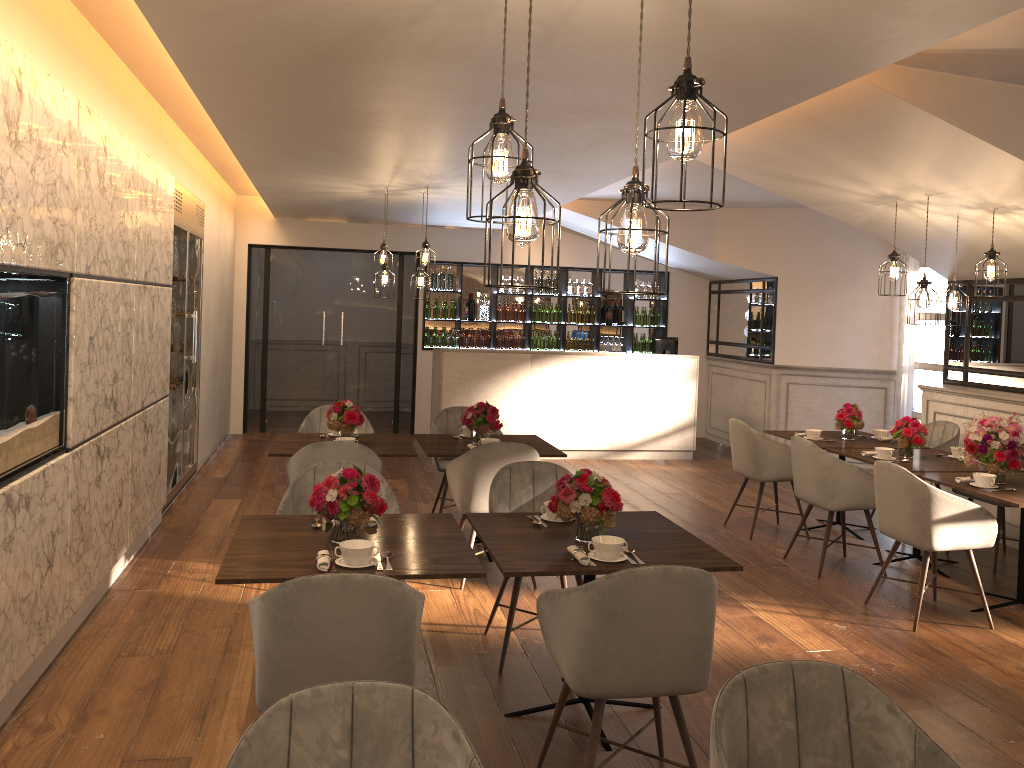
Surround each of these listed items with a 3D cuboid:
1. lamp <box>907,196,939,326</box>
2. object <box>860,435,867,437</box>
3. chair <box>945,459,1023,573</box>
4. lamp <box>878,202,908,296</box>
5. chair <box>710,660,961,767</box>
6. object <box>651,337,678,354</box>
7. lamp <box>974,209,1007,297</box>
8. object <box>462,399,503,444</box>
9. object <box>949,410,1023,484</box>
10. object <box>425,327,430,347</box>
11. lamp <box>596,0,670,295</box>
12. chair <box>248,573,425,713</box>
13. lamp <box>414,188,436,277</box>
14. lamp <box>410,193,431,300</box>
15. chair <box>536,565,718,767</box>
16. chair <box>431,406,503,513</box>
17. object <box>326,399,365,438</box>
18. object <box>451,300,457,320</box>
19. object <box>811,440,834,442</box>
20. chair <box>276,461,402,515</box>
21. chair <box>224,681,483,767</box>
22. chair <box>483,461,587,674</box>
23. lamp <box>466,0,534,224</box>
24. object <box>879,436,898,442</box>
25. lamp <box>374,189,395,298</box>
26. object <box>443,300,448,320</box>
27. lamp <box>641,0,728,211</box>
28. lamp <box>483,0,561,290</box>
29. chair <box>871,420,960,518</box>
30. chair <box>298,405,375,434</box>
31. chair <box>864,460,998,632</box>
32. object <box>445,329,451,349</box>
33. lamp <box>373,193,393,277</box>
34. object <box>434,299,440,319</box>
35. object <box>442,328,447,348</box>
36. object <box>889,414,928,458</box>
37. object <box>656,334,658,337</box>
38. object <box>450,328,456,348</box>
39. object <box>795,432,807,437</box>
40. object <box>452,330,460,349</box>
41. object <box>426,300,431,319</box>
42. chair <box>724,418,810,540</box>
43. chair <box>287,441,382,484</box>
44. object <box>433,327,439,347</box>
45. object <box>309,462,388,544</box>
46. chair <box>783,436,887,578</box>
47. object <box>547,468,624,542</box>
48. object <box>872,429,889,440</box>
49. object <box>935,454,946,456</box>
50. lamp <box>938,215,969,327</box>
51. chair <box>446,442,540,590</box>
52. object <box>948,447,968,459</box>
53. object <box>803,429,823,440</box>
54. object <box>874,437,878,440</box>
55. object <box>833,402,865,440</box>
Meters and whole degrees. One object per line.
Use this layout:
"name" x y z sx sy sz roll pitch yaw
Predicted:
"lamp" 2.709 -1.417 5.742 0.175 2.068 0.175 2 1 -10
"object" 2.877 0.420 7.109 0.197 0.015 0.043 1 5 -15
"chair" 3.427 0.811 6.158 0.526 0.871 0.566 2 2 -12
"lamp" 2.651 -1.639 6.059 0.175 2.068 0.175 2 1 -10
"chair" 0.656 1.074 1.734 0.565 0.871 0.527 2 2 -12
"object" 1.804 -0.385 10.362 0.408 0.328 0.130 0 3 -34
"lamp" 3.075 -1.586 5.604 0.175 2.068 0.175 2 1 -10
"object" -0.217 0.253 6.025 0.306 0.301 0.234 4 3 36
"object" 2.862 0.369 5.211 0.419 0.425 0.406 1 3 -23
"object" -1.085 -0.604 11.387 0.065 0.261 0.066 1 2 -33
"lamp" 0.351 -1.270 2.312 0.175 2.068 0.175 2 1 -10
"chair" -0.548 0.946 2.763 0.565 0.871 0.527 2 2 -12
"lamp" -0.707 -1.948 7.523 0.175 2.068 0.175 2 1 -10
"lamp" -0.780 -1.784 7.849 0.175 2.068 0.175 2 1 -10
"chair" 0.391 0.964 2.955 0.565 0.871 0.527 2 2 -12
"chair" -0.356 0.631 6.686 0.565 0.871 0.527 2 2 -12
"object" -1.090 0.236 5.838 0.234 0.301 0.306 0 4 -36
"object" -0.747 -0.960 11.445 0.065 0.261 0.066 1 2 -33
"object" 2.371 0.432 6.738 0.197 0.015 0.043 1 5 -15
"chair" -0.799 0.830 4.066 0.565 0.871 0.527 2 2 -12
"chair" -0.284 1.056 1.541 0.565 0.871 0.527 2 2 -12
"chair" 0.140 0.848 4.259 0.565 0.871 0.527 2 2 -12
"lamp" -0.001 -1.487 2.440 0.175 2.068 0.175 2 1 -10
"object" 2.942 0.428 6.890 0.175 0.039 0.056 1 4 -12
"lamp" -1.073 -1.779 7.660 0.175 2.068 0.175 2 1 -10
"object" -0.855 -0.962 11.423 0.065 0.261 0.066 1 2 -33
"lamp" 0.423 -1.435 1.986 0.175 2.068 0.175 2 1 -10
"lamp" 0.058 -1.265 2.123 0.175 2.068 0.175 2 1 -10
"chair" 3.239 0.728 7.077 0.526 0.871 0.566 2 2 -12
"chair" -1.295 0.613 6.493 0.565 0.871 0.527 2 2 -12
"chair" 2.318 0.869 4.953 0.526 0.871 0.566 2 2 -12
"object" -0.701 -0.492 9.680 0.065 0.207 0.065 1 2 -20
"lamp" -1.132 -2.000 7.977 0.175 2.068 0.175 2 1 -10
"object" -0.963 -0.964 11.400 0.065 0.261 0.066 1 2 -33
"object" -0.868 -0.600 11.431 0.065 0.261 0.066 1 2 -33
"object" 2.723 0.353 6.104 0.234 0.301 0.306 2 3 8
"object" 1.965 -0.546 12.013 0.065 0.261 0.066 1 2 -33
"object" -0.760 -0.598 11.454 0.065 0.261 0.066 1 2 -33
"object" 2.307 0.400 6.956 0.175 0.039 0.056 1 4 -12
"object" -0.619 -0.491 9.701 0.065 0.207 0.146 1 3 -20
"object" -1.072 -0.966 11.378 0.065 0.261 0.066 1 2 -33
"chair" 1.942 0.705 6.793 0.526 0.871 0.566 2 2 -12
"chair" -1.044 0.729 5.189 0.565 0.871 0.527 2 2 -12
"object" -0.976 -0.602 11.409 0.065 0.261 0.066 1 2 -33
"object" -0.635 0.453 3.391 0.305 0.301 0.234 3 3 10
"chair" 2.130 0.787 5.873 0.526 0.871 0.566 2 2 -12
"object" 0.301 0.475 3.554 0.305 0.301 0.234 3 3 21
"object" 2.919 0.401 7.002 0.148 0.072 0.148 4 5 31
"object" 3.056 0.498 6.232 0.197 0.015 0.043 1 5 -15
"lamp" 3.003 -1.422 5.931 0.175 2.068 0.175 2 1 -10
"chair" -0.105 0.747 5.382 0.565 0.871 0.527 2 2 -12
"object" 3.098 0.480 6.124 0.148 0.072 0.148 4 5 31
"object" 2.330 0.393 6.844 0.148 0.072 0.148 4 5 31
"object" 2.925 0.432 6.922 0.192 0.024 0.025 1 3 -12
"object" 2.630 0.279 6.919 0.234 0.301 0.305 4 4 36
